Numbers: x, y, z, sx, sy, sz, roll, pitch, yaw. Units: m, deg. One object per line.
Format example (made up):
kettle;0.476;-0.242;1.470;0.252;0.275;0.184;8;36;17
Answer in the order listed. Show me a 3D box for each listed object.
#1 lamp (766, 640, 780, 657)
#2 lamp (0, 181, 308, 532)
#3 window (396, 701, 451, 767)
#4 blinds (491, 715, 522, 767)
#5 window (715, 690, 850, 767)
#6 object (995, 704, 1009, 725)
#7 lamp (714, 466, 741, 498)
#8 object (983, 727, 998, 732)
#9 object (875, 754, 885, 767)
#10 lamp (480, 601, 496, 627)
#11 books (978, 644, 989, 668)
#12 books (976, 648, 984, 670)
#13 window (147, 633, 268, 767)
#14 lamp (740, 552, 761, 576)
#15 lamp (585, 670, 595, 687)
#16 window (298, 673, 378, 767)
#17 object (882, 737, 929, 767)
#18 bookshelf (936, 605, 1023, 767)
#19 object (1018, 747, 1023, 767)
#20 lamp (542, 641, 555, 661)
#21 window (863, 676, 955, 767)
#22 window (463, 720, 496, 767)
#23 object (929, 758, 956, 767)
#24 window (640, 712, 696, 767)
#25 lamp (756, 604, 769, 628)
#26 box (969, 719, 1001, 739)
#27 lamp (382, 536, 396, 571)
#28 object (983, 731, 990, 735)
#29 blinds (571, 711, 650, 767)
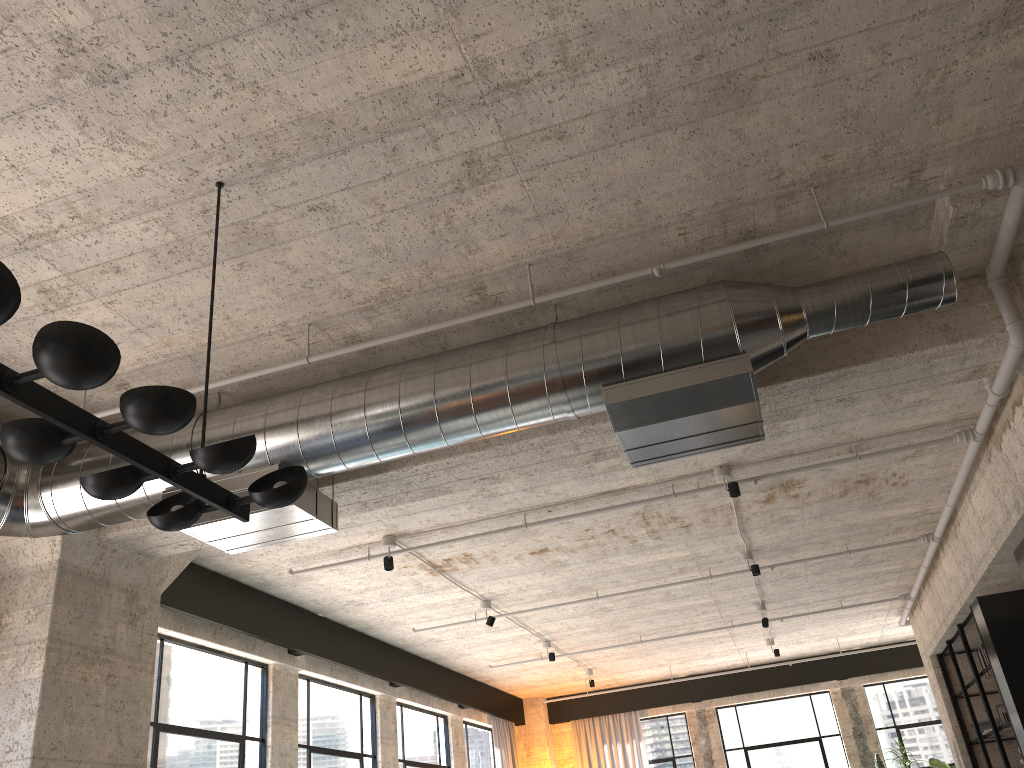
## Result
lamp;3.578;3.623;12.147;0.143;0.223;0.107;-20;-31;24
lamp;-1.251;-0.461;2.583;0.583;1.327;1.813;-14;-29;12
window;-1.010;5.165;10.482;0.081;2.530;1.780;-14;-29;12
blinds;0.131;6.242;12.870;0.384;2.985;1.131;-14;-29;13
window;4.195;6.034;13.268;1.780;2.530;0.081;-14;-29;12
object;4.851;3.216;8.640;0.200;0.200;0.409;-19;-30;21
lamp;1.510;0.694;6.232;0.141;0.215;0.107;-5;-28;-3
object;5.195;3.701;9.506;0.166;0.024;0.227;-4;-28;-6
object;4.692;6.185;12.428;1.641;1.708;0.971;-2;-28;-9
lamp;-0.233;2.278;8.755;0.144;0.252;0.107;-6;-28;-1
books;4.945;2.803;9.082;0.221;0.298;0.258;-14;-29;12
books;5.022;2.910;9.291;0.216;0.290;0.231;-14;-29;12
window;-2.346;3.265;6.641;0.081;2.530;1.780;-14;-29;12
lamp;2.204;1.671;8.208;0.141;0.215;0.107;-5;-28;-3
lamp;1.130;4.226;12.723;0.107;0.223;0.143;-26;-34;32
window;-1.678;4.215;8.562;0.081;2.530;1.780;-14;-29;12
object;5.420;5.713;11.878;0.629;1.863;0.523;1;-29;-15
bookshelf;5.166;3.740;8.886;0.628;2.571;2.900;-14;-29;12
object;5.466;3.989;9.372;0.265;0.432;0.265;9;-32;-28
lamp;0.442;3.240;10.731;0.143;0.223;0.107;16;-36;-36
window;6.325;5.518;12.783;1.780;2.530;0.081;-14;-29;12
window;-0.343;6.115;12.403;0.081;2.530;1.780;-14;-29;12
object;6.021;5.894;12.007;0.817;1.543;0.921;1;-29;-15
window;2.065;6.550;13.753;1.780;2.530;0.081;-14;-29;12
lamp;2.889;2.665;10.177;0.144;0.252;0.107;17;-36;-38
box;5.278;3.839;9.854;0.306;0.157;0.312;-19;-30;21
lamp;-0.937;1.302;6.795;0.107;0.236;0.145;-6;-28;-2
object;5.192;3.731;9.499;0.179;0.034;0.243;-3;-28;-7
blinds;1.584;6.444;13.556;1.187;2.986;0.404;-14;-29;13
